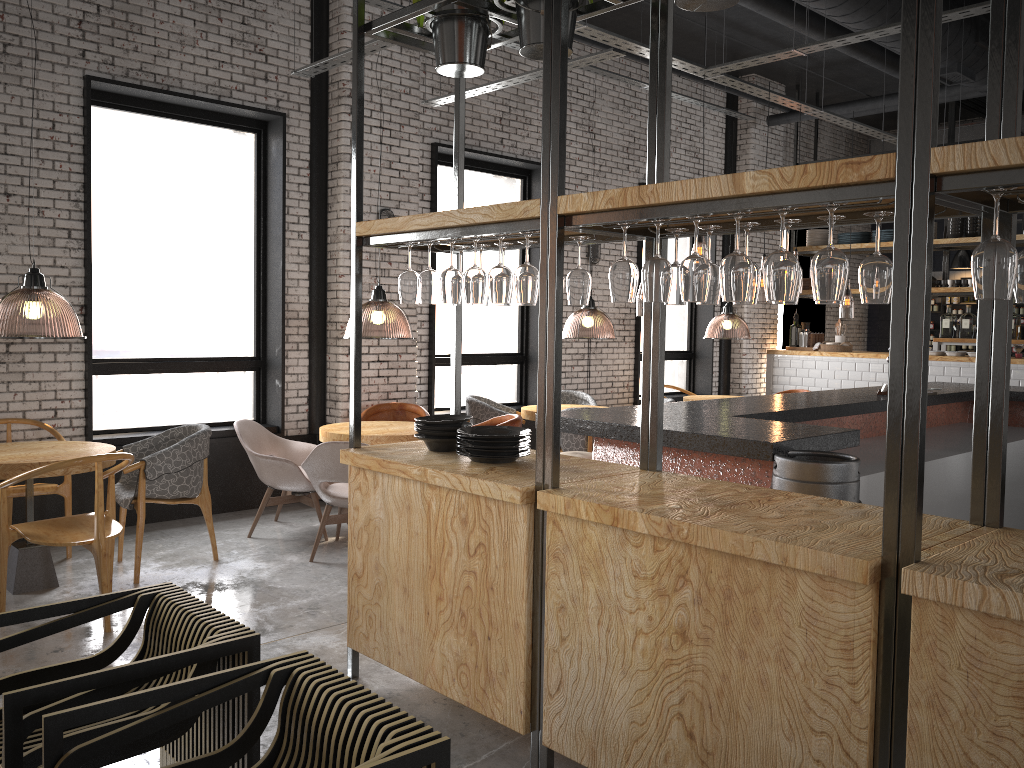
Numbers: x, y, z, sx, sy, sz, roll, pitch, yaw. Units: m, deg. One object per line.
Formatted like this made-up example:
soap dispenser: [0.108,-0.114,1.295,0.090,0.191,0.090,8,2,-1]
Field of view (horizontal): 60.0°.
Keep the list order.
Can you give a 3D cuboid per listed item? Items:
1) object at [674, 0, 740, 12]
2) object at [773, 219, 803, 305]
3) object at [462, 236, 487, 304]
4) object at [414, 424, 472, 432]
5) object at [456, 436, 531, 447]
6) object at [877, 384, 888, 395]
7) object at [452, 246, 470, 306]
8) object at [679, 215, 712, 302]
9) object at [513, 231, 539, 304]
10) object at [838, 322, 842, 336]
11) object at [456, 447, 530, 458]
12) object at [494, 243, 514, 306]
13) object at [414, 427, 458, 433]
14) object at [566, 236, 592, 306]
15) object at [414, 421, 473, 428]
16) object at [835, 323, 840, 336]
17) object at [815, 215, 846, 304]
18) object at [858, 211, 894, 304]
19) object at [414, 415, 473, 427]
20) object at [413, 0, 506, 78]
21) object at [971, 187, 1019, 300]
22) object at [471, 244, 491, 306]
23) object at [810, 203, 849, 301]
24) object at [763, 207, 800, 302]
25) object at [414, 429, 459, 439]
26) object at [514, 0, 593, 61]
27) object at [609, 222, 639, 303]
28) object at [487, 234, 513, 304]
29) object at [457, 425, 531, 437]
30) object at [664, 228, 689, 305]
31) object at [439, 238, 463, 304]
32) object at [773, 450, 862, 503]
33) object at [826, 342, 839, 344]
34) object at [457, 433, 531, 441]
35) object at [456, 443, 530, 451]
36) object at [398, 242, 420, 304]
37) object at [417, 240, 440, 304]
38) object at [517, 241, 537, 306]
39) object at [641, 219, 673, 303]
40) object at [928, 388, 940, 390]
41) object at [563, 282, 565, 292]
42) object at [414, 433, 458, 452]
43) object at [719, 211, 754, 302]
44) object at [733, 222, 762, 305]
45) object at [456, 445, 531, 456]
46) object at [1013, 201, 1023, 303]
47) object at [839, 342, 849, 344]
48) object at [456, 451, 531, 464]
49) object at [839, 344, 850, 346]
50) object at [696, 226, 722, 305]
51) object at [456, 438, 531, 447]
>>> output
object: [0.654,-1.543,2.915,0.416,0.558,0.468,1,3,-4]
object: [0.880,-0.389,2.841,0.101,0.267,0.101,-1,3,-29]
object: [-0.146,-0.452,3.515,0.101,0.267,0.101,1,3,10]
object: [-0.303,0.210,3.905,0.257,0.072,0.257,2,4,19]
object: [-0.075,0.233,3.637,0.306,0.037,0.306,-2,5,-42]
object: [2.998,0.040,7.167,0.091,0.091,0.178,2,4,22]
object: [-0.233,-0.488,4.026,0.101,0.267,0.101,1,3,10]
object: [0.570,-0.389,2.753,0.101,0.267,0.101,-1,3,-29]
object: [0.056,-0.434,3.300,0.101,0.267,0.101,0,3,-12]
object: [4.369,-0.637,11.827,0.033,0.369,0.137,2,3,13]
object: [-0.077,0.286,3.639,0.306,0.041,0.306,-1,4,-26]
object: [-0.038,-0.471,3.818,0.101,0.267,0.101,1,3,10]
object: [-0.302,0.228,3.907,0.257,0.075,0.257,0,4,-18]
object: [0.265,-0.444,3.496,0.101,0.267,0.101,0,3,-12]
object: [-0.302,0.206,3.906,0.257,0.072,0.257,-3,5,-43]
object: [4.380,-0.647,11.914,0.026,0.355,0.087,0,3,-20]
object: [0.981,-0.380,2.734,0.101,0.267,0.101,-1,3,-29]
object: [1.081,-0.371,2.626,0.101,0.267,0.101,-1,3,-29]
object: [-0.301,0.180,3.903,0.257,0.076,0.257,1,4,-6]
object: [-0.222,-1.616,3.775,0.416,0.558,0.468,1,3,-3]
object: [1.159,-0.336,2.126,0.101,0.267,0.101,1,3,-7]
object: [-0.139,-0.480,3.925,0.101,0.267,0.101,1,3,10]
object: [0.873,-0.362,2.431,0.101,0.267,0.101,-1,3,-29]
object: [0.772,-0.371,2.538,0.101,0.267,0.101,-1,3,-29]
object: [-0.303,0.235,3.908,0.257,0.075,0.257,-3,5,-43]
object: [0.140,-1.592,3.508,0.467,0.558,0.416,2,3,23]
object: [0.375,-0.406,2.961,0.101,0.267,0.101,-1,3,-29]
object: [-0.045,-0.443,3.408,0.101,0.267,0.101,1,3,10]
object: [-0.074,0.207,3.636,0.306,0.039,0.306,3,4,30]
object: [0.584,-0.416,3.156,0.101,0.267,0.101,-1,3,-29]
object: [-0.247,-0.461,3.622,0.101,0.267,0.101,1,3,10]
object: [1.368,0.839,4.030,0.397,1.034,0.400,1,3,-8]
object: [4.235,-0.515,11.712,0.160,0.078,0.161,3,4,25]
object: [-0.075,0.221,3.637,0.306,0.048,0.306,0,4,-18]
object: [-0.077,0.262,3.639,0.306,0.046,0.306,1,4,4]
object: [-0.442,-0.479,3.830,0.101,0.267,0.101,1,3,10]
object: [-0.347,-0.470,3.730,0.101,0.267,0.101,1,3,10]
object: [0.063,-0.462,3.711,0.101,0.267,0.101,1,3,10]
object: [0.469,-0.398,2.860,0.101,0.267,0.101,-1,3,-29]
object: [3.543,0.000,7.794,0.767,0.106,0.200,-3,5,-43]
object: [0.164,-0.453,3.603,0.101,0.267,0.101,1,3,10]
object: [-0.304,0.259,3.908,0.257,0.067,0.257,4,5,39]
object: [0.671,-0.380,2.645,0.101,0.267,0.101,-1,3,-29]
object: [0.779,-0.398,2.948,0.101,0.267,0.101,-1,3,-29]
object: [-0.077,0.271,3.638,0.306,0.044,0.306,-3,5,-42]
object: [1.367,-0.346,2.322,0.101,0.267,0.101,1,3,-7]
object: [4.397,-0.513,11.722,0.161,0.078,0.160,2,4,10]
object: [-0.076,0.297,3.640,0.306,0.035,0.306,1,4,-6]
object: [4.397,-0.494,11.721,0.161,0.075,0.161,2,4,10]
object: [0.678,-0.407,3.056,0.101,0.267,0.101,-1,3,-29]
object: [-0.076,0.247,3.637,0.306,0.042,0.306,1,4,4]
